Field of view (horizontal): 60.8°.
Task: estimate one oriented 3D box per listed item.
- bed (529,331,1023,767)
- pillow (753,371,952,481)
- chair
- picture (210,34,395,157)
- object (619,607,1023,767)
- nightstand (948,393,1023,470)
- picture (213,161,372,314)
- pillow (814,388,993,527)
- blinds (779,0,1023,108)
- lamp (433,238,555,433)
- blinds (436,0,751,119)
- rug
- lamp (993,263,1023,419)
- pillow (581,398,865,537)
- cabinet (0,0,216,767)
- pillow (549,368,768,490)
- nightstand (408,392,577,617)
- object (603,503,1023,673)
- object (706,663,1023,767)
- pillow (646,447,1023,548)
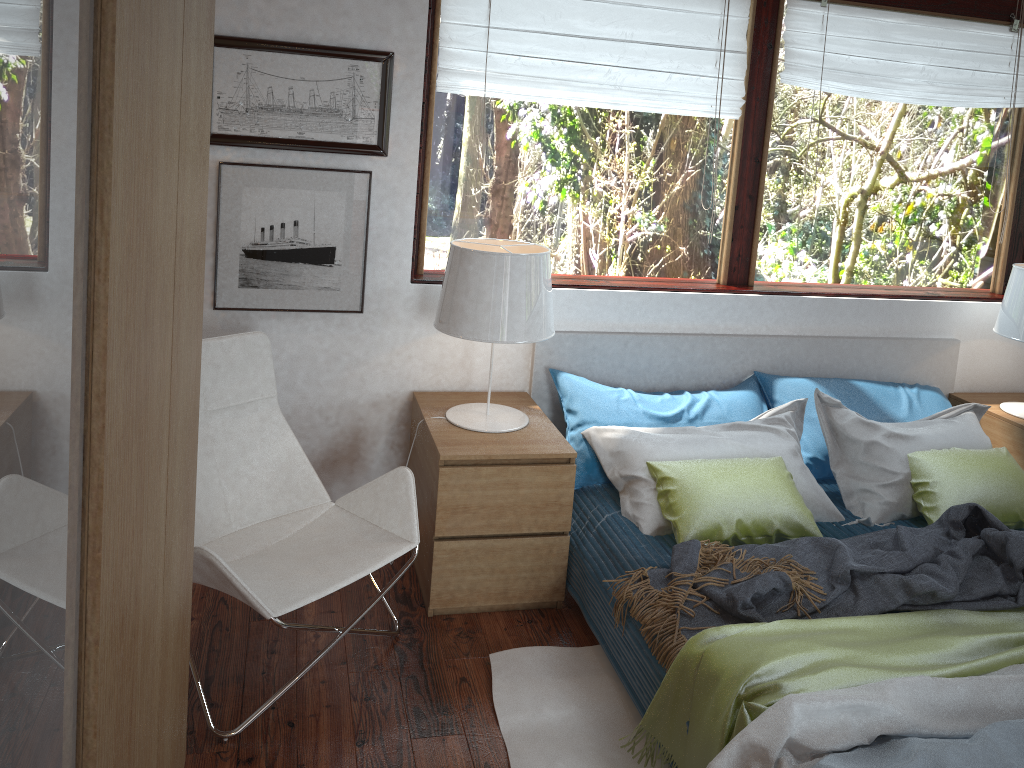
[{"bbox_3d":[1.314,0.554,2.351,2.135,0.748,2.667,1,16,-13],"label":"bed"},{"bbox_3d":[1.415,0.153,3.412,0.919,0.310,0.379,0,13,-17],"label":"pillow"},{"bbox_3d":[-0.709,0.329,2.430,0.813,0.778,0.707,13,14,35],"label":"chair"},{"bbox_3d":[-0.718,-0.962,2.928,0.625,0.355,0.043,1,7,-15],"label":"picture"},{"bbox_3d":[1.307,0.785,2.175,2.103,0.436,0.507,-1,13,-18],"label":"object"},{"bbox_3d":[2.116,0.391,3.516,0.427,0.527,0.629,2,13,-15],"label":"nightstand"},{"bbox_3d":[-0.747,-0.493,2.982,0.503,0.494,0.044,2,7,-15],"label":"picture"},{"bbox_3d":[1.491,0.239,3.101,0.852,0.382,0.372,-1,12,-20],"label":"pillow"},{"bbox_3d":[2.334,-1.486,3.773,2.557,0.641,0.055,0,7,-14],"label":"blinds"},{"bbox_3d":[-0.060,-0.170,2.901,0.405,0.575,0.418,1,10,-17],"label":"lamp"},{"bbox_3d":[0.341,-1.290,3.288,1.233,0.484,0.056,1,7,-14],"label":"blinds"},{"bbox_3d":[1.416,1.038,1.927,2.707,0.047,1.865,0,17,-15],"label":"rug"},{"bbox_3d":[2.137,-0.163,3.466,0.405,0.575,0.418,0,11,-23],"label":"lamp"},{"bbox_3d":[0.697,0.271,2.914,0.872,0.350,0.488,-1,14,-19],"label":"pillow"},{"bbox_3d":[-0.564,-0.002,0.438,0.582,2.344,2.273,3,11,-15],"label":"cabinet"},{"bbox_3d":[0.580,0.144,3.197,0.911,0.321,0.359,0,13,-17],"label":"pillow"},{"bbox_3d":[-0.099,0.383,2.946,0.427,0.527,0.629,2,13,-15],"label":"nightstand"},{"bbox_3d":[1.318,0.571,2.379,2.122,0.396,0.650,3,14,-6],"label":"object"},{"bbox_3d":[1.366,0.840,1.812,2.153,0.367,0.554,-1,14,-19],"label":"object"},{"bbox_3d":[1.122,0.347,2.825,1.376,0.214,0.322,0,14,-15],"label":"pillow"}]
